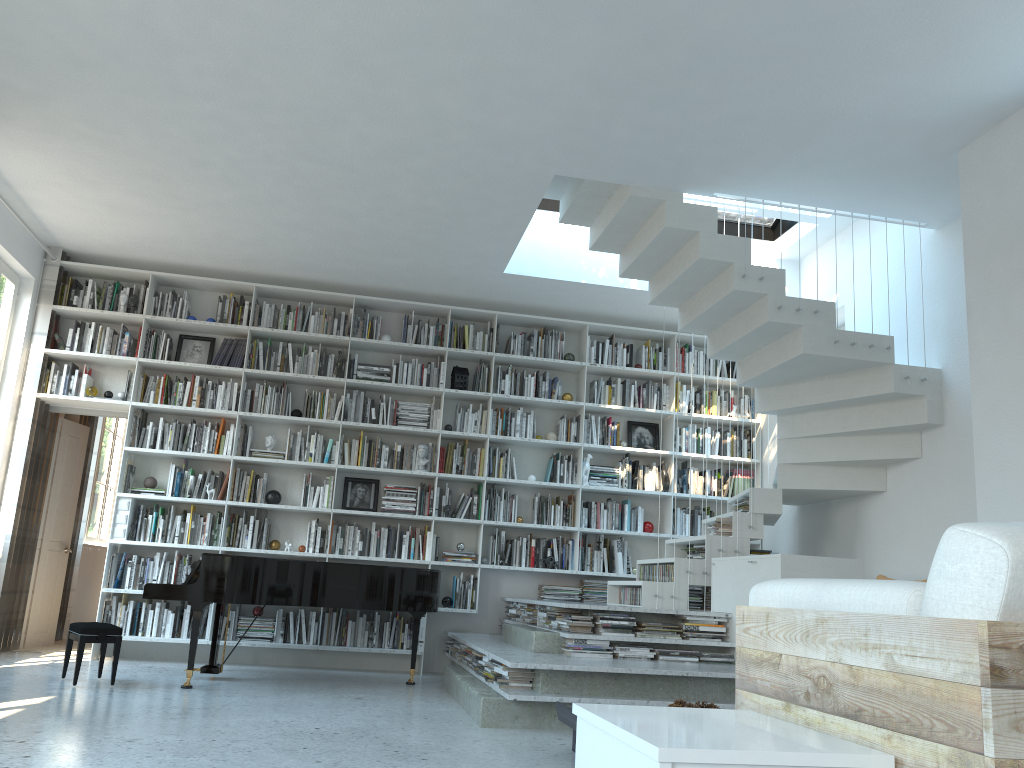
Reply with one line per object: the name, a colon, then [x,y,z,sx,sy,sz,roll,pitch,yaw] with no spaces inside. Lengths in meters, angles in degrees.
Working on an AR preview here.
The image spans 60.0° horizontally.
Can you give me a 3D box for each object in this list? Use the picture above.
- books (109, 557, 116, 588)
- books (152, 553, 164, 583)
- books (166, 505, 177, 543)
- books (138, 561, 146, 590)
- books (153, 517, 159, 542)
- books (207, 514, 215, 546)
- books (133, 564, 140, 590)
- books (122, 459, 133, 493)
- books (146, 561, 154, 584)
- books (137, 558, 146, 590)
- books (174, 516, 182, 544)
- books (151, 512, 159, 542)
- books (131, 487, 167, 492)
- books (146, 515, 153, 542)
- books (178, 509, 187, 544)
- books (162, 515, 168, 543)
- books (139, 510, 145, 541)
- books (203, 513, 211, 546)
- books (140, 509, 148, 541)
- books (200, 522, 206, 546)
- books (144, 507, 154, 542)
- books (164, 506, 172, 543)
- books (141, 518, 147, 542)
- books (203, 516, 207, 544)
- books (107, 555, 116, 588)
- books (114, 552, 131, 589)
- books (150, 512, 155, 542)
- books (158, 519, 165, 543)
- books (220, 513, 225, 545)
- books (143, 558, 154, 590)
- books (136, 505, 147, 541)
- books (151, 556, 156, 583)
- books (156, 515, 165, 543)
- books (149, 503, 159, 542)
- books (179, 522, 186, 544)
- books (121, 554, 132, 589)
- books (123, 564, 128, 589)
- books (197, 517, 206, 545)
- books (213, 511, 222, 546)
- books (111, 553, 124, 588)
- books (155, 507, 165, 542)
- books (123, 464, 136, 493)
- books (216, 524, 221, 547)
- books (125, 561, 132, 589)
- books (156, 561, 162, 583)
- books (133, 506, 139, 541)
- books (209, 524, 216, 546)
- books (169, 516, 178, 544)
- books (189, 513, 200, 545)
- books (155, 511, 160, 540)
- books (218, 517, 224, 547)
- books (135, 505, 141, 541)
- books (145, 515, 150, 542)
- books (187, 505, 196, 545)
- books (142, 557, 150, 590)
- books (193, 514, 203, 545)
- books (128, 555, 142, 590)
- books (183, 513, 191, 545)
books: [-3.163,1.507,7.069,0.029,0.238,0.154,6,-13,-10]
books: [-2.855,1.511,7.140,0.027,0.299,0.142,6,-13,-10]
books: [-2.769,1.149,7.220,0.012,0.305,0.190,6,-13,-10]
books: [-2.942,1.534,7.095,0.028,0.222,0.189,6,-13,-10]
books: [-2.879,1.189,7.209,0.016,0.210,0.146,6,-13,-10]
books: [-2.471,1.205,7.276,0.013,0.259,0.143,6,-13,-10]
books: [-2.995,1.547,7.113,0.025,0.199,0.137,6,-13,-10]
books: [-3.140,0.767,7.244,0.012,0.284,0.160,6,-13,-10]
books: [-2.894,1.539,7.114,0.028,0.228,0.158,6,-13,-10]
books: [-2.972,1.527,7.125,0.022,0.247,0.134,6,-13,-10]
books: [-2.709,1.193,7.224,0.027,0.229,0.159,6,-13,-10]
books: [-2.884,1.164,7.180,0.009,0.244,0.185,6,-13,-10]
books: [-2.964,0.870,7.253,0.254,0.012,0.161,6,-13,-9]
books: [-2.918,1.176,7.179,0.015,0.216,0.180,6,-13,-10]
books: [-2.687,1.169,7.232,0.014,0.281,0.150,6,-13,-10]
books: [-2.817,1.186,7.226,0.016,0.230,0.136,6,-13,-10]
books: [-2.986,1.154,7.192,0.022,0.256,0.142,6,-13,-10]
books: [-2.483,1.196,7.256,0.021,0.265,0.186,6,-13,-10]
books: [-2.968,1.148,7.177,0.007,0.263,0.177,6,-13,-10]
books: [-2.522,1.232,7.264,0.023,0.193,0.140,6,-13,-10]
books: [-2.942,1.144,7.187,0.008,0.279,0.164,6,-13,-10]
books: [-2.782,1.148,7.205,0.019,0.299,0.180,6,-13,-10]
books: [-2.954,1.182,7.155,0.019,0.189,0.193,6,-13,-10]
books: [-2.503,1.208,7.268,0.010,0.245,0.160,6,-13,-10]
books: [-3.186,1.500,7.080,0.012,0.253,0.161,6,-13,-10]
books: [-3.111,1.488,7.075,0.052,0.283,0.172,6,-13,-10]
books: [-2.898,1.167,7.192,0.014,0.242,0.171,6,-13,-10]
books: [-2.827,1.198,7.186,0.016,0.188,0.184,6,-13,-10]
books: [-2.367,1.207,7.305,0.024,0.279,0.136,6,-13,-10]
books: [-2.910,1.523,7.101,0.010,0.252,0.178,6,-13,-10]
books: [-3.001,1.133,7.185,0.014,0.293,0.172,6,-13,-10]
books: [-2.876,1.523,7.141,0.013,0.273,0.146,6,-13,-10]
books: [-2.843,1.182,7.190,0.015,0.218,0.190,6,-13,-10]
books: [-2.906,1.131,7.200,0.006,0.314,0.146,6,-13,-10]
books: [-2.667,1.218,7.216,0.029,0.181,0.190,6,-13,-10]
books: [-3.084,1.501,7.099,0.010,0.273,0.150,6,-13,-10]
books: [-3.070,1.539,7.094,0.024,0.197,0.148,6,-13,-10]
books: [-2.544,1.212,7.261,0.025,0.228,0.153,6,-13,-10]
books: [-2.413,1.193,7.269,0.014,0.285,0.180,6,-13,-10]
books: [-3.140,1.487,7.061,0.011,0.276,0.189,6,-13,-10]
books: [-2.850,1.147,7.190,0.007,0.285,0.182,6,-13,-10]
books: [-3.120,0.787,7.233,0.028,0.242,0.157,6,-13,-10]
books: [-2.404,1.250,7.293,0.023,0.186,0.130,6,-13,-10]
books: [-3.042,1.526,7.079,0.022,0.220,0.188,6,-13,-10]
books: [-2.838,1.546,7.138,0.012,0.232,0.149,6,-13,-10]
books: [-3.030,1.136,7.188,0.008,0.284,0.160,6,-13,-10]
books: [-2.447,1.245,7.272,0.041,0.181,0.142,6,-13,-10]
books: [-2.747,1.193,7.234,0.045,0.229,0.138,6,-13,-10]
books: [-2.593,1.187,7.236,0.028,0.260,0.181,6,-13,-10]
books: [-2.863,1.156,7.210,0.009,0.277,0.158,6,-13,-10]
books: [-2.381,1.221,7.277,0.010,0.239,0.175,6,-13,-10]
books: [-3.018,1.135,7.189,0.016,0.289,0.153,6,-13,-10]
books: [-2.934,1.177,7.188,0.015,0.217,0.177,6,-13,-10]
books: [-2.617,1.156,7.247,0.021,0.322,0.172,6,-13,-10]
books: [-2.922,1.521,7.104,0.013,0.256,0.190,6,-13,-10]
books: [-2.567,1.197,7.244,0.028,0.248,0.159,6,-13,-10]
books: [-3.016,1.508,7.094,0.029,0.265,0.172,6,-13,-10]
books: [-2.640,1.188,7.238,0.026,0.253,0.177,6,-13,-10]
